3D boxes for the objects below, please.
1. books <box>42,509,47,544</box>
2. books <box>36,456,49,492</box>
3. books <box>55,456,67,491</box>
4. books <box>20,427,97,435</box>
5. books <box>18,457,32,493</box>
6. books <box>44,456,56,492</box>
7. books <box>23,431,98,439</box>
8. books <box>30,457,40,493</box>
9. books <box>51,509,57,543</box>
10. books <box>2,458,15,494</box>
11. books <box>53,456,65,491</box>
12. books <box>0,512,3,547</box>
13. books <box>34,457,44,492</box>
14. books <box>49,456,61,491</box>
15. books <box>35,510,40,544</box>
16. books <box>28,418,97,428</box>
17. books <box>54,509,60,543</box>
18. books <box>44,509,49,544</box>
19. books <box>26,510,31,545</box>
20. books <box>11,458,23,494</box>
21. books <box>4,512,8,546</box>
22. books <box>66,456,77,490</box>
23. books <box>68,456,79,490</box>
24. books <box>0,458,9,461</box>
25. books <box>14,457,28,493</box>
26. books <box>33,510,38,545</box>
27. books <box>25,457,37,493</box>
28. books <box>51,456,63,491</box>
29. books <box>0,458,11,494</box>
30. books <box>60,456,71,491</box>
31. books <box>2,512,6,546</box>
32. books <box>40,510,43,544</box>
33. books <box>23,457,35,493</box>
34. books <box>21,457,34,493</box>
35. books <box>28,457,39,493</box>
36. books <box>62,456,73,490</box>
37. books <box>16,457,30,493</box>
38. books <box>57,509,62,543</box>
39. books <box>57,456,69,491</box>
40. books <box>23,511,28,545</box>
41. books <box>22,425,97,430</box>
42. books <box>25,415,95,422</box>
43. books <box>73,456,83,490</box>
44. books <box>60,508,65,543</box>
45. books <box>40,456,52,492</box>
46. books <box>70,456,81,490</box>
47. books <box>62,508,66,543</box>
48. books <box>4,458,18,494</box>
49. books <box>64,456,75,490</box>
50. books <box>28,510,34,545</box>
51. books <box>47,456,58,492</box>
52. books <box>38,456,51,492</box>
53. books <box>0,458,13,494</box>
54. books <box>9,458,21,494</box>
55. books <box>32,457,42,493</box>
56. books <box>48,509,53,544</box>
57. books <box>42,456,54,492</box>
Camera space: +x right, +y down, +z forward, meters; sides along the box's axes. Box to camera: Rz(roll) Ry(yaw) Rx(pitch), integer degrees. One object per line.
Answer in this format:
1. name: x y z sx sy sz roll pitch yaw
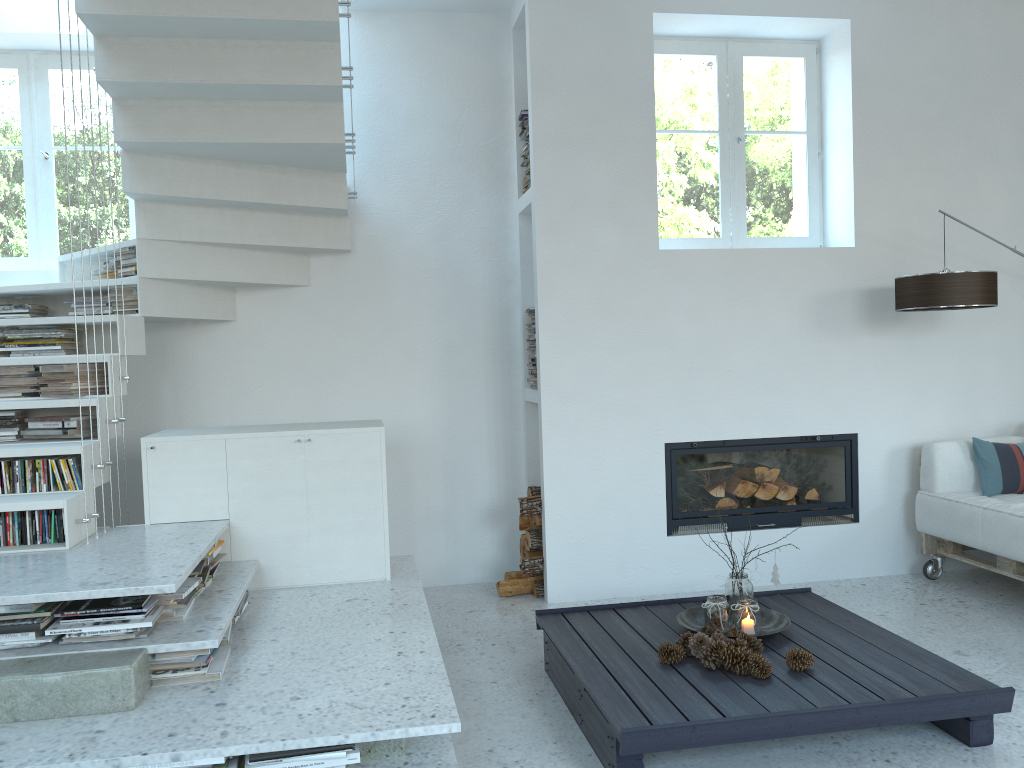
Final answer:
1. books: -1.738 0.526 3.331 0.009 0.125 0.125 -2 2 -10
2. books: -1.829 0.351 3.459 0.010 0.125 0.125 -2 2 -10
3. books: -1.747 0.350 3.473 0.036 0.123 0.125 -2 2 -10
4. books: -1.908 0.198 3.743 0.240 0.019 0.171 -2 2 15
5. books: -1.889 0.354 3.449 0.010 0.125 0.125 -2 2 -10
6. books: -1.798 0.350 3.464 0.007 0.125 0.125 -2 2 -10
7. books: -1.904 0.215 3.764 0.288 0.017 0.136 -2 2 13
8. books: -1.850 0.352 3.455 0.008 0.125 0.125 -2 2 -10
9. books: -1.707 0.525 3.336 0.016 0.125 0.125 -2 2 -10
10. books: -1.945 0.356 3.439 0.012 0.125 0.125 -2 2 -10
11. books: -1.756 0.350 3.471 0.035 0.123 0.125 -2 2 -10
12. books: -1.880 0.532 3.306 0.007 0.125 0.125 -2 2 -10
13. books: -1.836 0.352 3.458 0.010 0.125 0.125 -2 2 -10
14. books: -1.781 0.350 3.467 0.011 0.125 0.125 -2 2 -10
15. books: -1.758 0.527 3.327 0.010 0.125 0.125 -2 2 -10
16. books: -1.905 0.166 3.765 0.222 0.028 0.141 -2 2 9
17. books: -1.692 0.525 3.338 0.013 0.125 0.125 -2 2 -10
18. books: -1.728 0.526 3.332 0.011 0.125 0.125 -2 2 -10
19. books: -1.790 0.528 3.322 0.007 0.125 0.125 -2 2 -10
20. books: -1.913 0.355 3.444 0.007 0.125 0.125 -2 2 -10
21. books: -1.864 0.531 3.309 0.008 0.125 0.125 -2 2 -10
22. books: -1.709 0.348 3.479 0.035 0.123 0.125 -2 2 -10
23. books: -1.702 0.348 3.481 0.034 0.123 0.125 -2 2 -10
24. books: -1.971 0.357 3.435 0.013 0.125 0.125 -2 2 -10
25. books: -1.905 0.354 3.446 0.008 0.125 0.125 -2 2 -10
26. books: -1.769 0.528 3.325 0.014 0.125 0.125 -2 2 -10
27. books: -1.865 0.353 3.453 0.007 0.125 0.125 -2 2 -10
28. books: -1.763 0.350 3.470 0.034 0.123 0.125 -2 2 -10
29. books: -1.963 0.357 3.436 0.009 0.125 0.125 -2 2 -10
30. books: -1.732 0.349 3.475 0.034 0.123 0.125 -2 2 -10
31. books: -1.872 0.532 3.308 0.007 0.125 0.125 -2 2 -10
32. books: -1.747 0.527 3.329 0.013 0.125 0.125 -2 2 -10
33. books: -1.872 0.353 3.451 0.007 0.125 0.125 -2 2 -10
34. books: -1.880 0.353 3.450 0.009 0.125 0.125 -2 2 -10
35. books: -1.857 0.353 3.454 0.008 0.125 0.125 -2 2 -10
36. books: -1.724 0.349 3.477 0.035 0.123 0.125 -2 2 -10
37. books: -1.898 0.354 3.447 0.008 0.125 0.125 -2 2 -10
38. books: -1.684 0.524 3.340 0.009 0.125 0.125 -2 2 -10
39. books: -1.739 0.349 3.474 0.034 0.123 0.125 -2 2 -10
40. books: -1.800 0.529 3.320 0.009 0.125 0.125 -2 2 -10
41. books: -1.906 0.184 3.757 0.254 0.007 0.160 -2 2 10
42. books: -1.908 0.146 3.752 0.212 0.014 0.168 -2 2 10
43. books: -1.686 0.347 3.483 0.034 0.123 0.125 -2 2 -10
44. books: -1.676 0.524 3.341 0.007 0.125 0.125 -2 2 -10
45. books: -1.813 0.351 3.462 0.008 0.125 0.125 -2 2 -10
46. books: -1.694 0.348 3.482 0.036 0.123 0.125 -2 2 -10
47. books: -1.666 0.524 3.343 0.012 0.125 0.125 -2 2 -10
48. books: -1.935 0.356 3.441 0.018 0.125 0.125 -2 2 -10
49. books: -1.717 0.349 3.478 0.036 0.123 0.125 -2 2 -10
50. books: -1.781 0.528 3.323 0.010 0.125 0.125 -2 2 -10
51. books: -1.791 0.350 3.465 0.008 0.125 0.125 -2 2 -10
52. books: -1.821 0.351 3.460 0.008 0.125 0.125 -2 2 -10
53. books: -1.955 0.356 3.437 0.007 0.125 0.125 -2 2 -10
54. books: -1.921 0.355 3.443 0.009 0.125 0.125 -2 2 -10
55. books: -1.844 0.352 3.456 0.008 0.125 0.125 -2 2 -10
56. books: -1.718 0.525 3.334 0.009 0.125 0.125 -2 2 -10
57. books: -1.806 0.350 3.463 0.008 0.125 0.125 -2 2 -10
